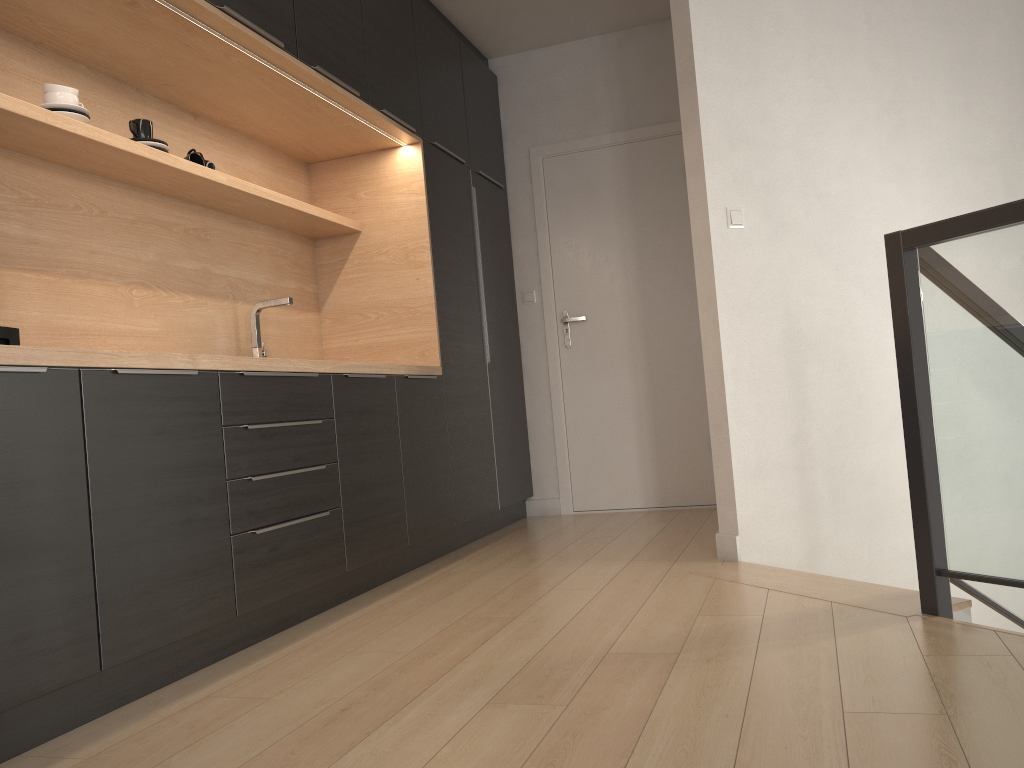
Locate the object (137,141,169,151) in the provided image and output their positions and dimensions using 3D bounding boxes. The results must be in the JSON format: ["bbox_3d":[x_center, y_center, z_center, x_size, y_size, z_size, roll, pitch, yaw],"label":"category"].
[{"bbox_3d":[-1.211,-0.769,2.935,0.145,0.025,0.145,-6,-2,32],"label":"object"}]

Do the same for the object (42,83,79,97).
[{"bbox_3d":[-1.316,-0.841,2.587,0.098,0.075,0.095,-6,-2,30],"label":"object"}]

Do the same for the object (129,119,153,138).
[{"bbox_3d":[-1.220,-0.823,2.927,0.066,0.092,0.084,-5,-2,-13],"label":"object"}]

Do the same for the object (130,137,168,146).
[{"bbox_3d":[-1.214,-0.780,2.933,0.145,0.025,0.145,-6,-2,32],"label":"object"}]

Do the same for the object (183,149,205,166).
[{"bbox_3d":[-1.162,-0.797,3.188,0.100,0.093,0.066,-6,-2,33],"label":"object"}]

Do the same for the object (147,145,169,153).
[{"bbox_3d":[-1.212,-0.756,2.932,0.145,0.025,0.145,-6,-2,32],"label":"object"}]

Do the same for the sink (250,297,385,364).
[{"bbox_3d":[-0.818,-0.086,3.482,0.512,0.518,0.626,-6,-2,18],"label":"sink"}]

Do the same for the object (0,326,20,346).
[{"bbox_3d":[-1.318,-0.251,2.039,0.584,0.398,0.618,-6,-2,19],"label":"object"}]

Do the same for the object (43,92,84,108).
[{"bbox_3d":[-1.314,-0.807,2.589,0.095,0.057,0.099,-5,-2,-9],"label":"object"}]

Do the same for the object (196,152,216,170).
[{"bbox_3d":[-1.135,-0.804,3.245,0.100,0.093,0.066,-6,-2,28],"label":"object"}]

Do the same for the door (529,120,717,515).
[{"bbox_3d":[0.652,-0.354,4.980,0.974,2.136,0.085,-6,-2,18],"label":"door"}]

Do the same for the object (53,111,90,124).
[{"bbox_3d":[-1.308,-0.758,2.584,0.145,0.025,0.145,-5,-2,5],"label":"object"}]

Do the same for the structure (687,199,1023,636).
[{"bbox_3d":[2.899,1.601,1.847,2.823,4.339,4.190,-4,-2,-27],"label":"structure"}]

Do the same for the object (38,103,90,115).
[{"bbox_3d":[-1.310,-0.782,2.585,0.145,0.025,0.145,-5,-2,5],"label":"object"}]

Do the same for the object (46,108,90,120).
[{"bbox_3d":[-1.310,-0.769,2.587,0.145,0.025,0.145,-5,-2,5],"label":"object"}]
